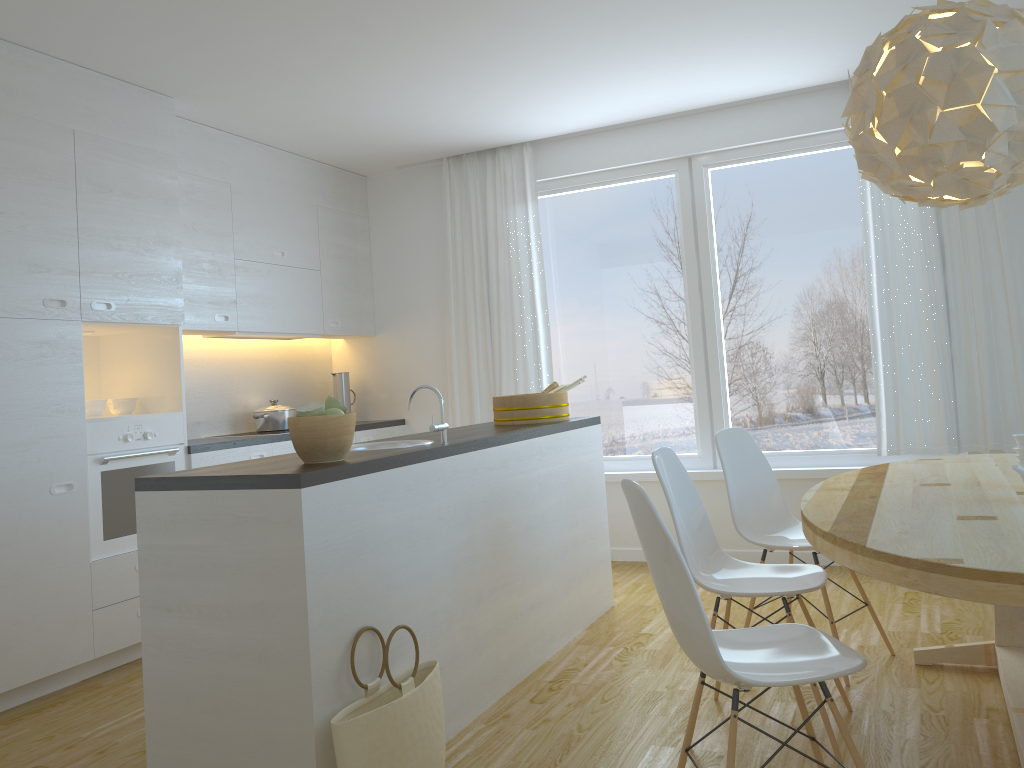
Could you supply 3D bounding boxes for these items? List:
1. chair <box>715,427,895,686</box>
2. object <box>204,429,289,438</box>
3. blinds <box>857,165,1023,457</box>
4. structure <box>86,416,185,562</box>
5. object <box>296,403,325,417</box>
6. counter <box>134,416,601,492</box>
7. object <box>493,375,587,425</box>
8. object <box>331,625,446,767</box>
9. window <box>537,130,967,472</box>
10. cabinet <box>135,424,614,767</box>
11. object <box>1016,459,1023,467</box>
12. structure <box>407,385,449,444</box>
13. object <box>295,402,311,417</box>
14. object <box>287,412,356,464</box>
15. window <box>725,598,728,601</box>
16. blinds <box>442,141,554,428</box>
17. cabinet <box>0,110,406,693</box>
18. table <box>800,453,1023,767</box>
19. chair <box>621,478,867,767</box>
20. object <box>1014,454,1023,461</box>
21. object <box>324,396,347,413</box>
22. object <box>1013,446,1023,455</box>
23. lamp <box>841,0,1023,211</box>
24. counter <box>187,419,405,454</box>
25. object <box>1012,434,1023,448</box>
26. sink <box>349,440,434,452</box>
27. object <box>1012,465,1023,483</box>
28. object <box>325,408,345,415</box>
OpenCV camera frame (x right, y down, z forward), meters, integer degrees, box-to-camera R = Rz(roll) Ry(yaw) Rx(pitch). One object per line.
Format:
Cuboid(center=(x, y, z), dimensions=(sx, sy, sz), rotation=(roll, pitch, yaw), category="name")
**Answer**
Cuboid(center=(1.120, 0.619, 3.483), dimensions=(0.521, 0.905, 0.430), rotation=(-7, -4, 45), category="chair")
Cuboid(center=(-1.441, 0.296, 5.410), dimensions=(0.560, 0.013, 0.654), rotation=(-4, 0, 25), category="object")
Cuboid(center=(2.274, -0.704, 4.722), dimensions=(0.793, 2.168, 0.150), rotation=(-5, -4, 25), category="blinds")
Cuboid(center=(-1.717, 0.462, 4.098), dimensions=(0.049, 0.598, 0.560), rotation=(-6, -2, 25), category="structure")
Cuboid(center=(-0.602, 0.090, 2.648), dimensions=(0.085, 0.065, 0.084), rotation=(-5, -2, 37), category="object")
Cuboid(center=(-0.324, 0.238, 3.543), dimensions=(0.599, 0.040, 2.400), rotation=(-4, 0, 25), category="counter")
Cuboid(center=(0.112, 0.081, 4.421), dimensions=(0.430, 0.215, 0.377), rotation=(-3, -1, -37), category="object")
Cuboid(center=(0.140, 0.895, 2.450), dimensions=(1.189, 0.503, 0.470), rotation=(-4, -2, 2), category="object")
Cuboid(center=(1.177, -0.445, 5.435), dimensions=(2.721, 1.925, 0.088), rotation=(-4, -3, 25), category="window")
Cuboid(center=(-0.291, 0.713, 3.514), dimensions=(0.599, 0.912, 2.400), rotation=(-5, -1, 25), category="cabinet")
Cuboid(center=(1.607, 0.268, 2.664), dimensions=(0.152, 0.083, 0.151), rotation=(-4, -1, -26), category="object")
Cuboid(center=(-0.319, 0.110, 3.169), dimensions=(0.162, 0.216, 0.097), rotation=(-5, -3, 25), category="structure")
Cuboid(center=(-0.619, 0.105, 2.734), dimensions=(0.102, 0.099, 0.086), rotation=(-2, -3, -44), category="object")
Cuboid(center=(-0.577, 0.166, 2.701), dimensions=(0.205, 0.142, 0.205), rotation=(-4, -1, -14), category="object")
Cuboid(center=(1.612, -0.415, 2.016), dimensions=(2.543, 2.061, 1.879), rotation=(-5, -2, 25), category="window")
Cuboid(center=(-0.138, -0.537, 5.831), dimensions=(0.793, 2.168, 0.150), rotation=(-5, -4, 24), category="blinds")
Cuboid(center=(-1.657, 0.008, 4.854), dimensions=(0.480, 2.308, 3.200), rotation=(-6, -2, 25), category="cabinet")
Cuboid(center=(1.513, 0.680, 2.595), dimensions=(1.191, 0.727, 2.189), rotation=(-4, 0, 23), category="table")
Cuboid(center=(0.568, 0.660, 2.096), dimensions=(0.523, 0.905, 0.428), rotation=(-4, -3, -5), category="chair")
Cuboid(center=(1.604, 0.245, 2.669), dimensions=(0.152, 0.093, 0.150), rotation=(-4, -1, -26), category="object")
Cuboid(center=(-0.552, 0.072, 2.767), dimensions=(0.074, 0.072, 0.077), rotation=(-3, -2, -40), category="object")
Cuboid(center=(1.600, 0.221, 2.672), dimensions=(0.150, 0.096, 0.152), rotation=(-5, -1, 41), category="object")
Cuboid(center=(1.342, -1.091, 2.738), dimensions=(0.645, 1.139, 0.638), rotation=(-5, -3, 24), category="lamp")
Cuboid(center=(-1.439, 0.313, 5.404), dimensions=(0.599, 0.040, 2.000), rotation=(-4, 0, 25), category="counter")
Cuboid(center=(1.601, 0.192, 2.674), dimensions=(0.152, 0.087, 0.151), rotation=(-3, -1, -37), category="object")
Cuboid(center=(-0.484, 0.303, 3.269), dimensions=(0.405, 0.157, 0.402), rotation=(-4, 0, -24), category="sink")
Cuboid(center=(1.458, 0.214, 2.417), dimensions=(0.177, 0.212, 0.147), rotation=(-5, -3, 24), category="object")
Cuboid(center=(-0.544, 0.115, 2.700), dimensions=(0.081, 0.086, 0.097), rotation=(-4, -2, -10), category="object")
